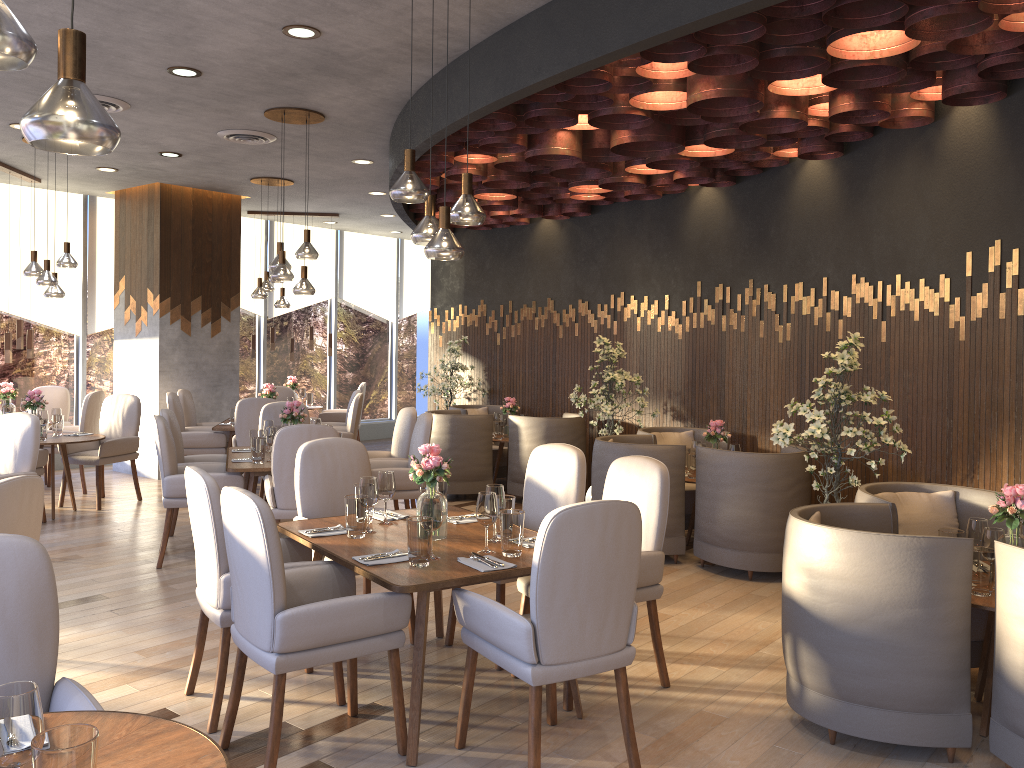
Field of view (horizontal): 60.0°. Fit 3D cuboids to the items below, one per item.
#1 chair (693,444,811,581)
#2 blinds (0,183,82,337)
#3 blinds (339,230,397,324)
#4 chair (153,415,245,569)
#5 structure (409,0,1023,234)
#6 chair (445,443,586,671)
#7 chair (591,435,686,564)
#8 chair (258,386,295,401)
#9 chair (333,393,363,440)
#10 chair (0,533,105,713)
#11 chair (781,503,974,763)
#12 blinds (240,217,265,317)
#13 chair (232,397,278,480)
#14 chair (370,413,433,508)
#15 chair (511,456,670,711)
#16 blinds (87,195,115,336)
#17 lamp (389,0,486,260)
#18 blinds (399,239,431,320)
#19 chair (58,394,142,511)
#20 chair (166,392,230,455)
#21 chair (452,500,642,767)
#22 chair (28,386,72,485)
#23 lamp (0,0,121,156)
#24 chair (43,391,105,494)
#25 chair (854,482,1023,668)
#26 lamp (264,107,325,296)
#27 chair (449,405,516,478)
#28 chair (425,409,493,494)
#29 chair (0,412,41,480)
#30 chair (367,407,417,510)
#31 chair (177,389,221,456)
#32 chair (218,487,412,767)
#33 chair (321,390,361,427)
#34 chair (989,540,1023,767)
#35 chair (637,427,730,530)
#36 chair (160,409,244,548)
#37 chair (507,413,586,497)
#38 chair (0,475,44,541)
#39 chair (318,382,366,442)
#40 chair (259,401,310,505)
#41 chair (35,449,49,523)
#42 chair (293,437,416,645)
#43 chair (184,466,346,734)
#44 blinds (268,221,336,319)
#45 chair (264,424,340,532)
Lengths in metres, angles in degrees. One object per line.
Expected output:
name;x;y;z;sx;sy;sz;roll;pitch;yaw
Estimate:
chair;1.674;0.853;5.967;0.774;0.837;0.596;0;1;-16
blinds;-5.395;-1.874;9.901;0.007;2.680;1.173;1;1;39
blinds;-2.222;-2.288;13.774;0.007;2.680;1.173;1;1;39
chair;-2.173;0.712;6.145;0.599;1.000;0.528;0;1;-20
structure;0.777;-1.822;6.364;2.754;0.556;9.461;0;3;-21
chair;0.039;0.816;4.455;0.600;1.000;0.528;0;1;-39
chair;0.875;0.821;6.446;0.595;0.837;0.775;1;1;-11
chair;-2.696;0.534;10.087;0.528;1.000;0.600;1;1;-13
chair;-1.838;0.589;9.109;0.599;1.000;0.528;1;1;-7
chair;-1.255;0.901;2.064;0.528;1.000;0.600;0;1;-37
chair;1.393;0.953;3.555;0.595;0.837;0.775;1;1;-1
blinds;-3.802;-2.248;11.841;0.007;2.680;1.173;1;1;39
chair;-2.386;0.609;8.462;0.528;1.000;0.600;1;1;-7
chair;-0.893;0.713;6.532;0.599;1.000;0.528;1;1;-15
chair;0.372;0.840;3.993;0.599;1.000;0.528;0;1;-31
blinds;-4.605;-1.923;10.866;0.007;2.680;1.173;1;1;39
lamp;-0.317;-1.196;3.853;0.439;1.326;0.439;1;1;-12
blinds;-1.431;-2.385;14.740;0.007;2.680;1.173;1;1;39
chair;-3.768;0.603;8.165;0.528;1.000;0.600;1;1;16
chair;-3.145;0.580;8.887;0.599;1.000;0.528;1;1;-13
chair;0.136;0.872;3.178;0.528;1.000;0.600;0;1;-32
chair;-5.037;0.530;9.447;0.528;1.000;0.600;1;1;-4
lamp;-0.925;-1.107;1.589;0.439;1.326;0.439;1;1;38
chair;-4.416;0.565;8.841;0.600;1.000;0.528;1;1;-4
chair;1.975;0.930;4.268;0.774;0.837;0.596;1;1;-11
lamp;-1.623;-1.333;6.589;0.439;1.326;0.439;2;1;44
chair;-0.398;0.663;9.703;0.774;0.837;0.596;0;2;-41
chair;-0.594;0.699;8.794;0.595;0.837;0.775;0;2;-31
chair;-3.499;0.706;5.873;0.528;1.000;0.600;1;1;21
chair;-1.077;0.687;7.071;0.599;1.000;0.528;0;1;-22
chair;-3.238;0.555;9.445;0.599;1.000;0.528;1;1;-7
chair;-0.740;0.857;3.250;0.600;1.000;0.528;0;1;-37
chair;-1.953;0.563;9.667;0.599;1.000;0.528;0;1;-15
chair;2.097;0.989;2.945;0.774;0.837;0.596;1;1;-6
chair;1.325;0.792;7.249;0.774;0.837;0.596;0;1;-21
chair;-2.335;0.686;6.687;0.599;1.000;0.528;1;1;-15
chair;0.402;0.722;8.578;0.774;0.837;0.596;0;2;-36
chair;-2.114;0.836;3.298;0.600;1.000;0.528;1;1;5
chair;-2.227;0.473;11.657;0.599;1.000;0.528;1;1;-8
chair;-1.878;0.662;7.406;0.528;1.000;0.600;0;1;-20
chair;-4.111;0.646;7.056;0.528;1.000;0.600;1;1;15
chair;-0.819;0.800;4.550;0.528;1.000;0.600;0;1;-37
chair;-1.053;0.832;3.722;0.599;1.000;0.528;0;1;-32
blinds;-3.012;-2.257;12.808;0.007;2.680;1.173;1;1;39
chair;-1.356;0.737;5.821;0.528;1.000;0.600;1;1;-15
